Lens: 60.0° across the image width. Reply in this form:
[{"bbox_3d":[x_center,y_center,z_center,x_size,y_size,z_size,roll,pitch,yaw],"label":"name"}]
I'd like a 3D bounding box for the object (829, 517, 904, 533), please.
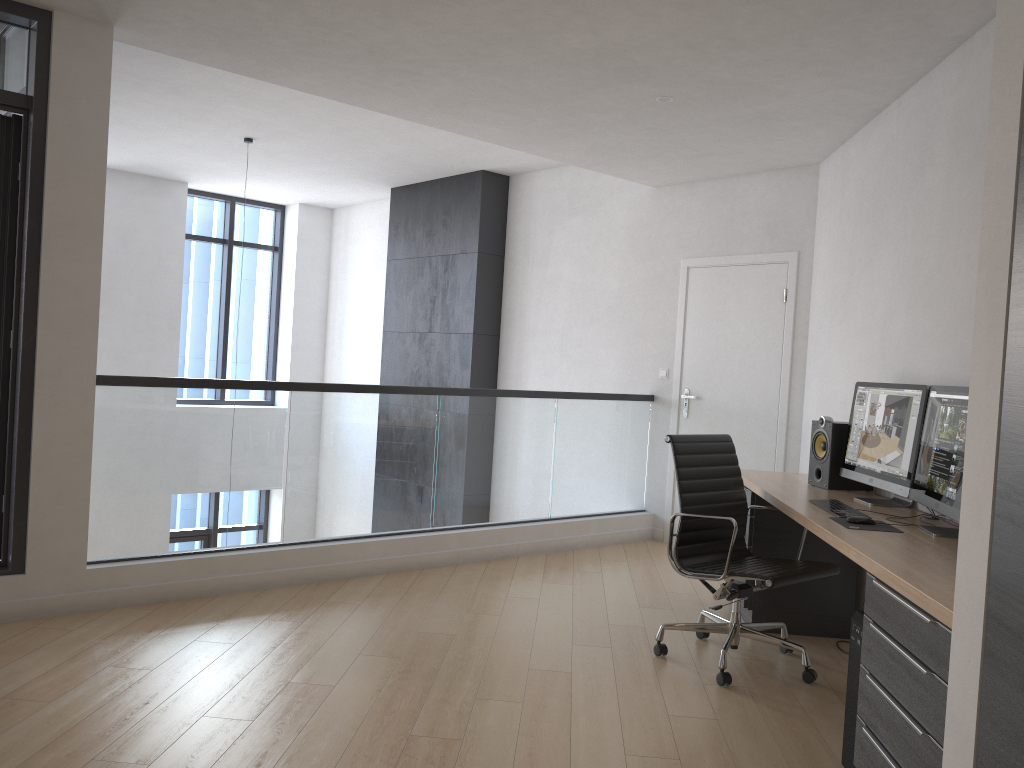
[{"bbox_3d":[1.313,0.523,3.298,0.200,0.002,0.250,4,1,4],"label":"object"}]

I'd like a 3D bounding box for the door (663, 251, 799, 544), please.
[{"bbox_3d":[1.526,0.156,6.293,0.085,2.136,0.974,2,2,-41],"label":"door"}]

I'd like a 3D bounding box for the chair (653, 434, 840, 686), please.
[{"bbox_3d":[1.050,0.747,3.955,0.664,0.991,0.699,3,2,-35],"label":"chair"}]

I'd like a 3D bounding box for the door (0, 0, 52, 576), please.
[{"bbox_3d":[-2.748,-0.439,3.999,0.905,2.500,0.924,2,2,-41],"label":"door"}]

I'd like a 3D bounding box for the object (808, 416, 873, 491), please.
[{"bbox_3d":[1.646,0.343,4.430,0.249,0.354,0.198,3,1,-11],"label":"object"}]

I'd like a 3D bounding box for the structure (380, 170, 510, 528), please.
[{"bbox_3d":[-0.976,1.199,8.577,0.722,6.351,1.500,2,2,-41],"label":"structure"}]

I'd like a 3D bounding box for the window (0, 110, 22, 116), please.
[{"bbox_3d":[-3.737,-0.893,6.033,0.170,2.402,5.002,2,2,-41],"label":"window"}]

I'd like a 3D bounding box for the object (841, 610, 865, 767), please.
[{"bbox_3d":[1.322,1.022,2.800,0.474,0.527,0.215,4,1,4],"label":"object"}]

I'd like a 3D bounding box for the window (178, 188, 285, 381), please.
[{"bbox_3d":[-3.325,-0.959,10.259,1.310,2.402,0.170,2,2,-41],"label":"window"}]

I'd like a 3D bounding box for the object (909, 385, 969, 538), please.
[{"bbox_3d":[1.614,0.276,3.205,0.190,0.535,0.716,4,1,9],"label":"object"}]

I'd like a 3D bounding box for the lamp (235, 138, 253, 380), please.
[{"bbox_3d":[-2.316,0.223,7.385,1.000,4.513,1.000,2,2,-39],"label":"lamp"}]
